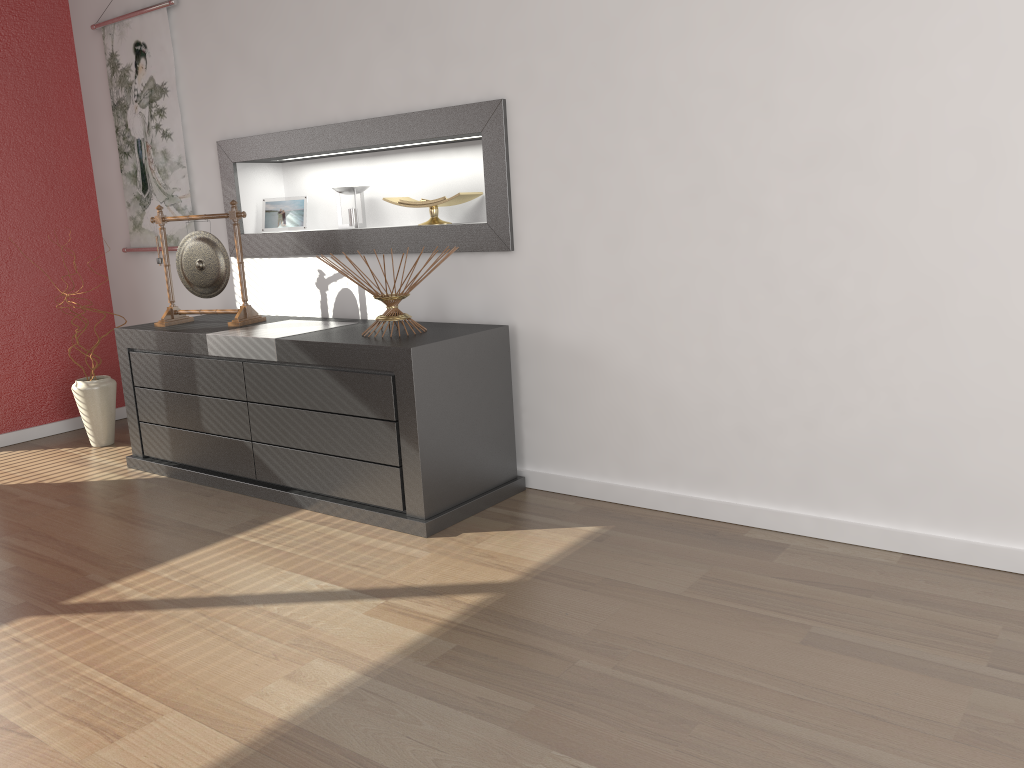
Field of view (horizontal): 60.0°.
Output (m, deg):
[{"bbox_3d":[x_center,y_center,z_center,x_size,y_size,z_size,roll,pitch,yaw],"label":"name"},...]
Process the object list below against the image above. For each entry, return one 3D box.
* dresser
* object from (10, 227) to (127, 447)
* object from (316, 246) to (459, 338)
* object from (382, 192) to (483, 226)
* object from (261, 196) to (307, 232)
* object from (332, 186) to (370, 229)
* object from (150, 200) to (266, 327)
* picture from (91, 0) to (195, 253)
[{"bbox_3d":[-0.824,0.076,3.473,1.740,0.608,0.540,5,14,36],"label":"dresser"},{"bbox_3d":[-2.036,-0.205,4.133,0.364,1.035,0.422,-1,12,12],"label":"object"},{"bbox_3d":[-0.416,-0.316,3.052,0.481,0.282,0.481,-3,11,3],"label":"object"},{"bbox_3d":[-0.304,-0.677,3.451,0.350,0.116,0.181,2,13,27],"label":"object"},{"bbox_3d":[-1.015,-0.758,3.952,0.226,0.146,0.041,0,12,17],"label":"object"},{"bbox_3d":[-0.671,-0.742,3.737,0.159,0.171,0.159,-4,11,-4],"label":"object"},{"bbox_3d":[-1.269,-0.494,3.644,0.490,0.498,0.173,1,12,22],"label":"object"},{"bbox_3d":[-1.743,-1.269,4.222,0.701,1.270,0.028,5,14,36],"label":"picture"}]
